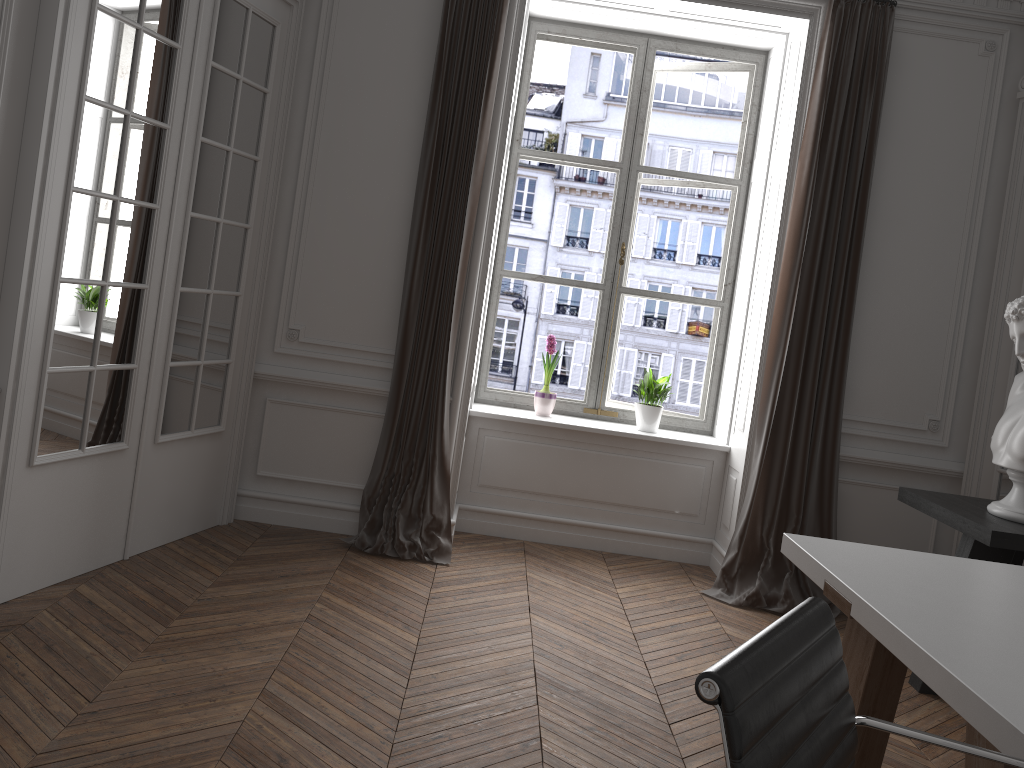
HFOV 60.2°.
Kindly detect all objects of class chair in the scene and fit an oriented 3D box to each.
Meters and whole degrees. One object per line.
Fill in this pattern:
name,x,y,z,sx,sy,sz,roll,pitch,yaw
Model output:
chair,0.528,0.850,1.104,0.671,0.922,0.692,9,3,25

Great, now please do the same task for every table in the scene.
table,2.066,0.920,3.598,0.767,0.749,0.770,8,3,-1
table,1.228,1.010,1.384,0.900,0.747,2.632,8,5,-1

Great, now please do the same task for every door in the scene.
door,2.674,-0.007,3.824,0.085,2.733,1.572,8,2,-17
door,-1.480,-0.596,3.770,0.086,2.733,1.563,8,2,14

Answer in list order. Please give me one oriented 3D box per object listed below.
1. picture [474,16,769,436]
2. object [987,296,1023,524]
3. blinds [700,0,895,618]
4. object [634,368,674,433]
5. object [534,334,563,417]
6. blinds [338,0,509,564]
picture,0.844,-0.892,1.572,13.179,4.797,13.304,7,5,-9
object,2.144,0.094,3.535,0.392,0.923,0.635,8,2,-1
blinds,1.555,-0.428,4.412,0.776,3.098,0.343,8,1,-7
object,0.812,0.090,5.111,0.214,0.369,0.286,7,3,-23
object,0.212,-0.051,5.142,0.128,0.475,0.130,7,1,-41
blinds,-0.360,-0.703,4.424,0.581,3.099,0.310,8,1,4
